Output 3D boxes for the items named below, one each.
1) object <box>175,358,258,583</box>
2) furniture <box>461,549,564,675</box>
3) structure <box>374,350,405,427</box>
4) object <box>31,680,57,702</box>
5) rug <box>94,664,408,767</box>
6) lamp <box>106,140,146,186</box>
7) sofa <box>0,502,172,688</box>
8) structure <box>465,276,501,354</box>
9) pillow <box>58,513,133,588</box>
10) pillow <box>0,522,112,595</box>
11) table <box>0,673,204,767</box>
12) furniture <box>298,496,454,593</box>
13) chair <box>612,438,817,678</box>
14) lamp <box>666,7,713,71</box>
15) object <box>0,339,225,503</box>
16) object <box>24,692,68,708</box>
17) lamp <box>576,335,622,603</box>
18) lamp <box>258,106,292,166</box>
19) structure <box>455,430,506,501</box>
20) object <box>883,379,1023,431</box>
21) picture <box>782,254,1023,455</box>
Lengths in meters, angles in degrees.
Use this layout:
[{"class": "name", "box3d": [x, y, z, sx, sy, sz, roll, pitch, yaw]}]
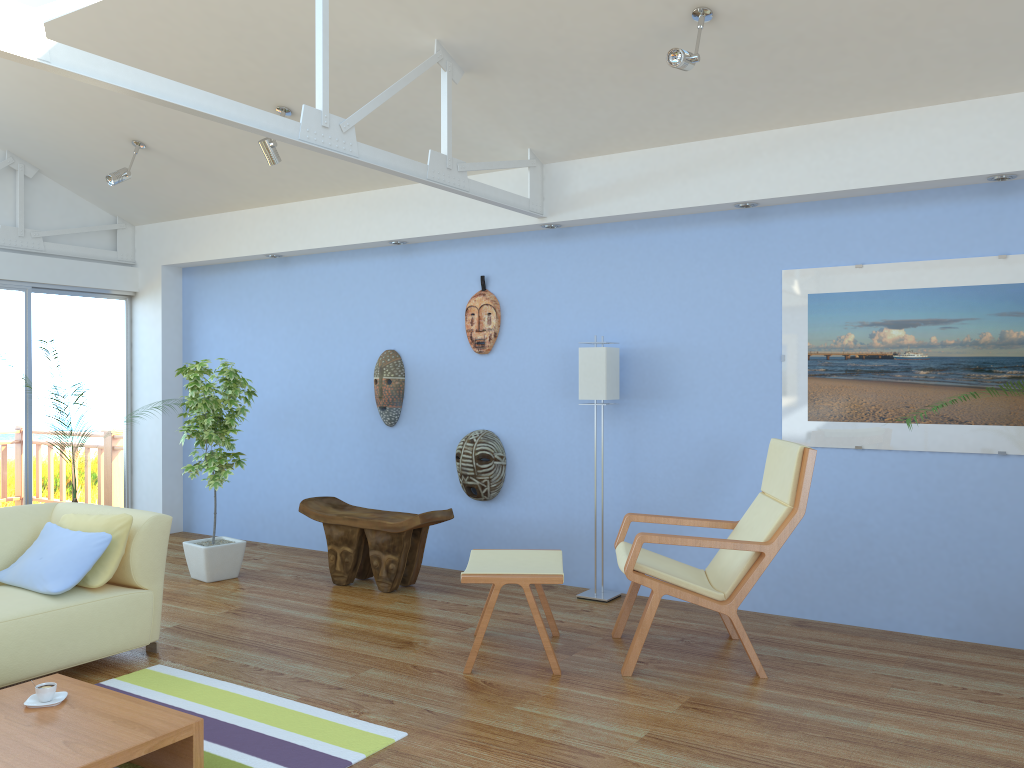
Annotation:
[{"class": "object", "box3d": [-1.875, 0.536, 5.641, 0.495, 1.409, 0.699, 0, 0, -15]}, {"class": "furniture", "box3d": [0.012, 1.032, 4.114, 0.449, 0.427, 0.619, 0, 0, 2]}, {"class": "structure", "box3d": [-0.877, 0.030, 6.146, 0.254, 0.541, 0.115, 0, 0, 32]}, {"class": "object", "box3d": [-1.527, 0.999, 2.915, 0.062, 0.077, 0.086, 0, 0, 3]}, {"class": "rug", "box3d": [-1.525, 1.250, 2.647, 1.400, 0.018, 2.100, 0, 0, 32]}, {"class": "lamp", "box3d": [-2.614, -1.488, 5.996, 0.254, 0.327, 0.118, 0, 0, -40]}, {"class": "sofa", "box3d": [-2.585, 0.894, 3.346, 0.950, 0.597, 2.448, 0, 0, 32]}, {"class": "structure", "box3d": [-0.200, -0.448, 5.746, 0.264, 0.508, 0.063, 0, 0, 32]}, {"class": "pillow", "box3d": [-1.975, 0.737, 4.038, 0.559, 0.311, 0.201, 0, 0, 33]}, {"class": "pillow", "box3d": [-2.052, 0.774, 3.938, 0.566, 0.244, 0.272, 0, 0, 35]}, {"class": "table", "box3d": [-1.511, 1.142, 2.640, 0.800, 0.198, 0.800, 0, 0, 32]}, {"class": "furniture", "box3d": [-0.852, 0.986, 5.469, 1.100, 0.507, 0.329, 0, 0, 33]}, {"class": "chair", "box3d": [0.911, 0.755, 4.076, 0.859, 0.982, 0.632, 0, 0, 2]}, {"class": "lamp", "box3d": [0.764, -1.496, 3.855, 0.257, 0.296, 0.119, 0, 0, -40]}, {"class": "object", "box3d": [-2.930, 0.391, 6.151, 1.563, 1.695, 1.706, 0, 0, 24]}, {"class": "object", "box3d": [-1.527, 1.037, 2.906, 0.118, 0.016, 0.118, 0, 0, -13]}, {"class": "lamp", "box3d": [0.507, 0.480, 5.150, 0.200, 1.520, 0.200, 0, 0, 32]}, {"class": "lamp", "box3d": [-1.412, -1.473, 5.270, 0.195, 0.351, 0.127, 0, 0, -40]}, {"class": "structure", "box3d": [-0.235, 0.531, 5.701, 0.359, 0.466, 0.185, 0, 0, 32]}, {"class": "object", "box3d": [2.299, 0.402, 2.806, 1.563, 1.695, 1.706, 0, 0, -37]}, {"class": "picture", "box3d": [2.043, -0.138, 4.358, 1.419, 0.937, 0.005, 0, 0, 32]}]
